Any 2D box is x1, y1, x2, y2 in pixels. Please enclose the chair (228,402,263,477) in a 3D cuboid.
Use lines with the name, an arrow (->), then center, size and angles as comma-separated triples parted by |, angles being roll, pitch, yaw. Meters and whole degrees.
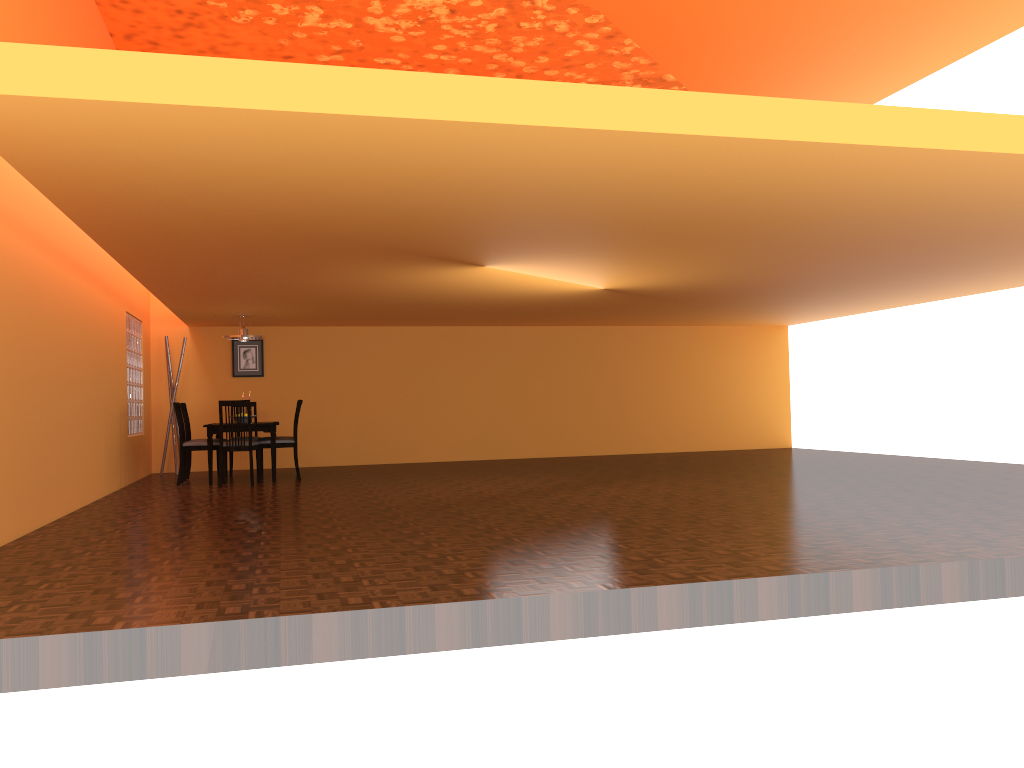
chair -> -2.946, 0.601, 9.789 | 0.373, 0.809, 0.465 | -1, -1, -20

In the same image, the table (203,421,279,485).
table -> -2.738, 0.692, 9.076 | 0.697, 0.584, 1.259 | -1, -1, -15

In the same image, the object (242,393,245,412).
object -> -2.824, 0.245, 9.314 | 0.044, 0.326, 0.044 | -1, -2, -26

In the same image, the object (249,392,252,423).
object -> -2.606, 0.227, 8.811 | 0.044, 0.326, 0.044 | -1, -2, -26

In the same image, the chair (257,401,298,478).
chair -> -2.473, 0.582, 9.452 | 0.465, 0.809, 0.373 | -1, -1, -15

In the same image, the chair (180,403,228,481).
chair -> -3.214, 0.595, 9.260 | 0.465, 0.809, 0.373 | -1, -1, -15

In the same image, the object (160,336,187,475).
object -> -3.876, 0.247, 10.171 | 0.308, 1.589, 0.226 | -2, -1, 7

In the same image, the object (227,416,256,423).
object -> -2.748, 0.363, 9.041 | 0.337, 0.072, 0.337 | -3, -2, 42

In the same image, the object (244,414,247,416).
object -> -2.686, 0.325, 8.969 | 0.046, 0.046, 0.055 | -1, -2, -32

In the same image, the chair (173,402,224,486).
chair -> -3.069, 0.578, 8.702 | 0.465, 0.809, 0.373 | -1, -1, -15

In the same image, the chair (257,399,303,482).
chair -> -2.328, 0.565, 8.894 | 0.465, 0.809, 0.373 | -1, -1, -15

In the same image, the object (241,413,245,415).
object -> -2.769, 0.330, 9.111 | 0.069, 0.066, 0.069 | -1, -1, -5

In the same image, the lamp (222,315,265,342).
lamp -> -2.850, -0.591, 9.416 | 0.435, 0.274, 0.435 | -2, -1, 8

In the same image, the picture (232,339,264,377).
picture -> -3.165, -0.311, 10.632 | 0.361, 0.456, 0.014 | -1, -1, -15

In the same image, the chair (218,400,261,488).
chair -> -2.585, 0.558, 8.371 | 0.373, 0.809, 0.465 | -1, -1, -10
